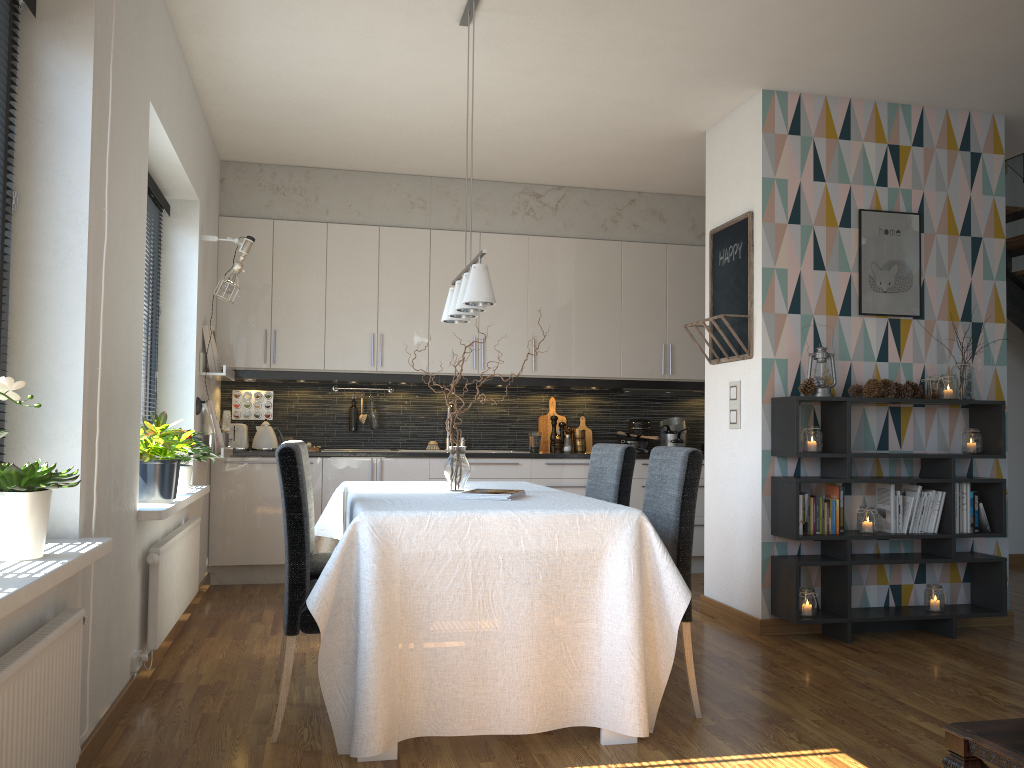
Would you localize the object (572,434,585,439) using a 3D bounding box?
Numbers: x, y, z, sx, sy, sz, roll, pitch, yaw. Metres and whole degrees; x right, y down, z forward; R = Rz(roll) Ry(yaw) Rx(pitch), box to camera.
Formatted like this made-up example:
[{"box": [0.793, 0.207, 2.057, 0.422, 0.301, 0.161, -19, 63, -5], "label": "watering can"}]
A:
[{"box": [0.495, 0.388, 6.575, 0.100, 0.036, 0.100, 2, -3, -19], "label": "object"}]

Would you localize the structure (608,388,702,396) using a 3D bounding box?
[{"box": [1.090, 0.017, 6.784, 0.623, 0.148, 0.362, 1, -3, -13], "label": "structure"}]

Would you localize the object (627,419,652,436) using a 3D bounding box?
[{"box": [0.975, 0.344, 6.772, 0.197, 0.159, 0.190, -1, -3, 34], "label": "object"}]

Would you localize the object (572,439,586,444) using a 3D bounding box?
[{"box": [0.496, 0.428, 6.578, 0.099, 0.043, 0.100, 2, -3, -25], "label": "object"}]

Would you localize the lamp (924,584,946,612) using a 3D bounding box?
[{"box": [2.159, 1.094, 4.528, 0.098, 0.130, 0.106, 1, -3, -11], "label": "lamp"}]

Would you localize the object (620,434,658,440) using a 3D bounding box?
[{"box": [0.934, 0.394, 6.627, 0.335, 0.044, 0.064, -2, -4, 39], "label": "object"}]

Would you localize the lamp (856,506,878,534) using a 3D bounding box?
[{"box": [1.785, 0.683, 4.459, 0.098, 0.130, 0.106, 0, -3, 23], "label": "lamp"}]

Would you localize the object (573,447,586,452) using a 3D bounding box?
[{"box": [0.502, 0.488, 6.576, 0.100, 0.036, 0.100, 0, -3, 20], "label": "object"}]

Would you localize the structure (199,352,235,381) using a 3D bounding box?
[{"box": [-1.775, -0.100, 5.354, 0.147, 0.129, 0.594, 1, -3, -13], "label": "structure"}]

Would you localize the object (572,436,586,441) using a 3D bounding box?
[{"box": [0.495, 0.406, 6.578, 0.099, 0.057, 0.101, 1, -3, -1], "label": "object"}]

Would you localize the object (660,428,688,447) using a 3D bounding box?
[{"box": [1.276, 0.413, 6.732, 0.200, 0.154, 0.348, 3, -3, -33], "label": "object"}]

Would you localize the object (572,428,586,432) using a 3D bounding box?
[{"box": [0.497, 0.350, 6.575, 0.100, 0.047, 0.100, 2, -3, -17], "label": "object"}]

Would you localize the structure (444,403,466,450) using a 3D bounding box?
[{"box": [-0.399, 0.317, 6.514, 0.167, 0.347, 0.195, 2, -3, -20], "label": "structure"}]

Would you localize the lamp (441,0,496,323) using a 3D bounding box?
[{"box": [-0.179, -0.931, 3.676, 0.131, 1.284, 0.760, 1, -2, -13], "label": "lamp"}]

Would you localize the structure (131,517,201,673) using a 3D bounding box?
[{"box": [-1.528, 0.901, 4.011, 0.078, 0.459, 1.458, 1, -3, -11], "label": "structure"}]

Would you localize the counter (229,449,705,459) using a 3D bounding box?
[{"box": [0.073, 0.588, 6.407, 4.250, 0.192, 0.622, 1, -3, -13], "label": "counter"}]

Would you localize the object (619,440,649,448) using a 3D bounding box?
[{"box": [0.881, 0.452, 6.700, 0.351, 0.061, 0.232, 3, -4, -39], "label": "object"}]

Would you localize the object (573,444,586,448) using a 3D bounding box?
[{"box": [0.500, 0.466, 6.575, 0.100, 0.048, 0.100, 0, -3, 6], "label": "object"}]

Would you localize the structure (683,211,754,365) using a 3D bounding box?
[{"box": [1.118, -0.510, 4.843, 0.185, 0.774, 0.495, 1, -3, -13], "label": "structure"}]

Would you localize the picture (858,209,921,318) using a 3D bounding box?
[{"box": [2.002, -0.637, 4.696, 0.365, 0.559, 0.014, 1, -2, -13], "label": "picture"}]

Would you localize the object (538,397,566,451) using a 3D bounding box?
[{"box": [0.308, 0.305, 6.767, 0.219, 0.419, 0.029, 1, -2, -13], "label": "object"}]

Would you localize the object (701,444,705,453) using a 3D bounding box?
[{"box": [1.669, 0.354, 6.904, 0.353, 0.370, 0.206, 1, -2, -13], "label": "object"}]

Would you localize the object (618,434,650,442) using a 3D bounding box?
[{"box": [0.907, 0.416, 6.687, 0.243, 0.082, 0.347, -1, -3, 24], "label": "object"}]

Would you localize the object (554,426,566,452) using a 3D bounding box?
[{"box": [0.349, 0.404, 6.499, 0.080, 0.192, 0.058, 2, -3, -29], "label": "object"}]

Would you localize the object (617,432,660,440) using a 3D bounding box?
[{"box": [0.942, 0.388, 6.641, 0.334, 0.061, 0.059, -1, -3, 30], "label": "object"}]

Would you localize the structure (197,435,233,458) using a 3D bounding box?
[{"box": [-1.781, 0.372, 5.335, 0.147, 0.129, 0.595, 1, -3, -13], "label": "structure"}]

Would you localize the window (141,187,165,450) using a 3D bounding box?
[{"box": [-1.780, -0.274, 4.095, 0.119, 1.587, 1.562, 1, -3, -13], "label": "window"}]

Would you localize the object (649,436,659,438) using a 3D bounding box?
[{"box": [0.945, 0.401, 6.678, 0.336, 0.021, 0.065, -2, -4, 36], "label": "object"}]

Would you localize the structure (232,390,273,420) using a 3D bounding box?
[{"box": [-1.838, 0.150, 6.282, 0.279, 0.209, 0.045, 1, -2, -13], "label": "structure"}]

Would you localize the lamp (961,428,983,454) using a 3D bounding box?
[{"box": [2.389, 0.296, 4.611, 0.098, 0.130, 0.106, 2, -3, -21], "label": "lamp"}]

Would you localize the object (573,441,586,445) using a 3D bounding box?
[{"box": [0.498, 0.448, 6.576, 0.099, 0.051, 0.099, 2, -3, -27], "label": "object"}]

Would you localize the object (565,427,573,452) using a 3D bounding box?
[{"box": [0.419, 0.411, 6.542, 0.058, 0.184, 0.058, 0, -2, 20], "label": "object"}]

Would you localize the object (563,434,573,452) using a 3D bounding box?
[{"box": [0.407, 0.431, 6.467, 0.069, 0.135, 0.069, 3, -3, -38], "label": "object"}]

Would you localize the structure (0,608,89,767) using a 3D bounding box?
[{"box": [-1.026, 0.788, 1.773, 0.078, 0.459, 1.458, 1, -3, -14], "label": "structure"}]

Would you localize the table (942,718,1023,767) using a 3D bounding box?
[{"box": [1.524, 0.905, 1.691, 1.179, 0.409, 0.570, 1, -3, -13], "label": "table"}]

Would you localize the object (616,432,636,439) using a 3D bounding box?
[{"box": [0.920, 0.403, 6.691, 0.246, 0.080, 0.356, 1, -3, -10], "label": "object"}]

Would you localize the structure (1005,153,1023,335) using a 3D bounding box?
[{"box": [4.598, -0.506, 5.999, 4.582, 4.129, 2.686, 1, -3, -13], "label": "structure"}]

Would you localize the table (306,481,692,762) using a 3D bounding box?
[{"box": [-0.202, 0.820, 3.588, 1.235, 0.762, 1.857, 1, -3, -12], "label": "table"}]

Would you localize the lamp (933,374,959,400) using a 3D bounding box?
[{"box": [2.228, 0.018, 4.538, 0.106, 0.130, 0.098, 1, -3, 0], "label": "lamp"}]

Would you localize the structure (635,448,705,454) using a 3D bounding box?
[{"box": [1.105, 0.501, 6.632, 0.662, 0.041, 0.501, 1, -3, -13], "label": "structure"}]

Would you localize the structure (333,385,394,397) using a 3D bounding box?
[{"box": [-1.079, 0.052, 6.445, 0.443, 0.081, 0.067, 1, -3, -13], "label": "structure"}]

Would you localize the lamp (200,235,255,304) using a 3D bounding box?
[{"box": [-1.629, -0.657, 5.048, 0.312, 0.395, 0.131, 1, -2, -8], "label": "lamp"}]

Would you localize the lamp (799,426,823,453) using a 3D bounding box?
[{"box": [1.488, 0.274, 4.408, 0.106, 0.130, 0.098, 1, -3, 0], "label": "lamp"}]

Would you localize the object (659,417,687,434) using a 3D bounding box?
[{"box": [1.177, 0.334, 6.743, 0.371, 0.169, 0.203, 3, -4, -40], "label": "object"}]

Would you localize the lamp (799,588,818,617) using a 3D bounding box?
[{"box": [1.452, 1.076, 4.370, 0.098, 0.130, 0.106, 1, -3, 1], "label": "lamp"}]

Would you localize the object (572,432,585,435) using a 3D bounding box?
[{"box": [0.495, 0.371, 6.575, 0.100, 0.036, 0.100, 0, -3, 16], "label": "object"}]

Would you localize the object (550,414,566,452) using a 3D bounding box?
[{"box": [0.342, 0.363, 6.584, 0.123, 0.282, 0.061, 1, -2, -13], "label": "object"}]
